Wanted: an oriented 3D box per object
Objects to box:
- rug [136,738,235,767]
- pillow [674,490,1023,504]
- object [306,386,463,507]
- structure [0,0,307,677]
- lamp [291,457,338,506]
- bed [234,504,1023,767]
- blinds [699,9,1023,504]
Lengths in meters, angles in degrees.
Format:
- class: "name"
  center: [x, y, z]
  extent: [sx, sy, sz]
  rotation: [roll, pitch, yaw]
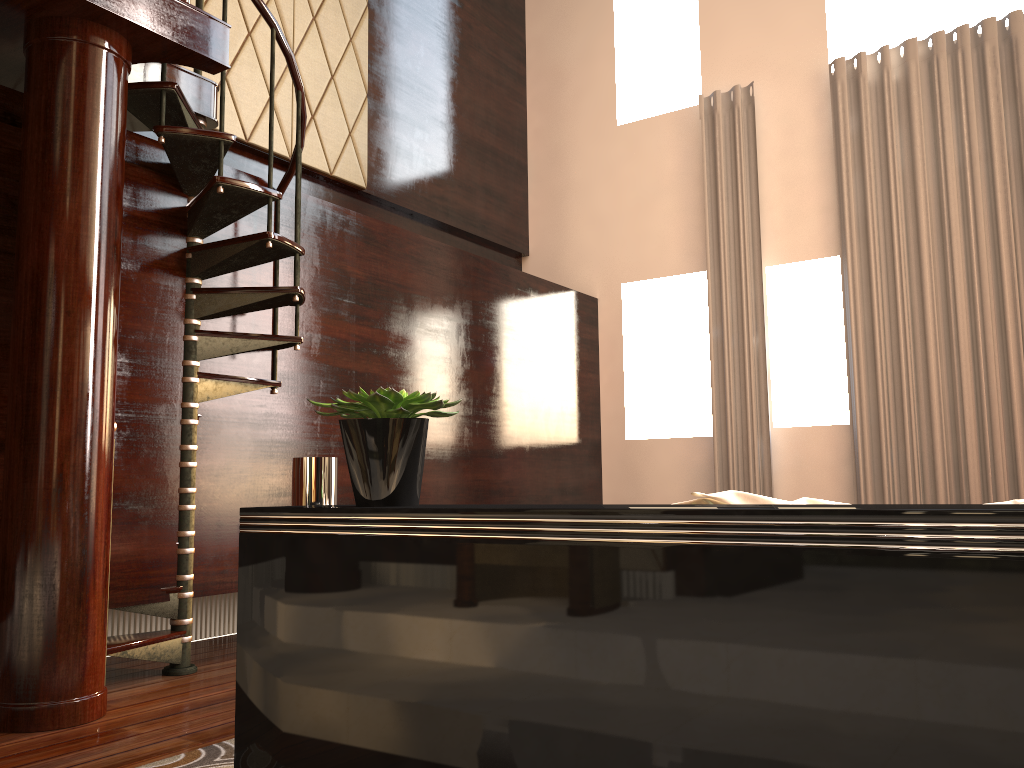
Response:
- class: "rug"
  center: [0.795, 0.939, 2.206]
  extent: [2.910, 0.006, 3.735]
  rotation: [-5, -8, 33]
- class: "pillow"
  center: [0.548, 0.360, 1.678]
  extent: [1.322, 0.320, 0.685]
  rotation: [-5, -8, 35]
- class: "object"
  center: [-0.212, 0.106, 1.517]
  extent: [0.256, 0.205, 0.241]
  rotation: [-3, -7, 15]
- class: "structure"
  center: [-0.086, -0.783, 1.101]
  extent: [6.107, 3.189, 3.750]
  rotation: [-5, -8, 33]
- class: "lamp"
  center: [-0.422, 0.350, 1.885]
  extent: [0.106, 0.385, 0.109]
  rotation: [-6, -9, 40]
- class: "bed"
  center: [0.839, 0.592, 2.073]
  extent: [1.985, 0.660, 2.381]
  rotation: [-5, -8, 33]
- class: "blinds"
  center: [3.273, -0.469, 4.641]
  extent: [4.683, 3.403, 0.108]
  rotation: [-5, -8, 33]
